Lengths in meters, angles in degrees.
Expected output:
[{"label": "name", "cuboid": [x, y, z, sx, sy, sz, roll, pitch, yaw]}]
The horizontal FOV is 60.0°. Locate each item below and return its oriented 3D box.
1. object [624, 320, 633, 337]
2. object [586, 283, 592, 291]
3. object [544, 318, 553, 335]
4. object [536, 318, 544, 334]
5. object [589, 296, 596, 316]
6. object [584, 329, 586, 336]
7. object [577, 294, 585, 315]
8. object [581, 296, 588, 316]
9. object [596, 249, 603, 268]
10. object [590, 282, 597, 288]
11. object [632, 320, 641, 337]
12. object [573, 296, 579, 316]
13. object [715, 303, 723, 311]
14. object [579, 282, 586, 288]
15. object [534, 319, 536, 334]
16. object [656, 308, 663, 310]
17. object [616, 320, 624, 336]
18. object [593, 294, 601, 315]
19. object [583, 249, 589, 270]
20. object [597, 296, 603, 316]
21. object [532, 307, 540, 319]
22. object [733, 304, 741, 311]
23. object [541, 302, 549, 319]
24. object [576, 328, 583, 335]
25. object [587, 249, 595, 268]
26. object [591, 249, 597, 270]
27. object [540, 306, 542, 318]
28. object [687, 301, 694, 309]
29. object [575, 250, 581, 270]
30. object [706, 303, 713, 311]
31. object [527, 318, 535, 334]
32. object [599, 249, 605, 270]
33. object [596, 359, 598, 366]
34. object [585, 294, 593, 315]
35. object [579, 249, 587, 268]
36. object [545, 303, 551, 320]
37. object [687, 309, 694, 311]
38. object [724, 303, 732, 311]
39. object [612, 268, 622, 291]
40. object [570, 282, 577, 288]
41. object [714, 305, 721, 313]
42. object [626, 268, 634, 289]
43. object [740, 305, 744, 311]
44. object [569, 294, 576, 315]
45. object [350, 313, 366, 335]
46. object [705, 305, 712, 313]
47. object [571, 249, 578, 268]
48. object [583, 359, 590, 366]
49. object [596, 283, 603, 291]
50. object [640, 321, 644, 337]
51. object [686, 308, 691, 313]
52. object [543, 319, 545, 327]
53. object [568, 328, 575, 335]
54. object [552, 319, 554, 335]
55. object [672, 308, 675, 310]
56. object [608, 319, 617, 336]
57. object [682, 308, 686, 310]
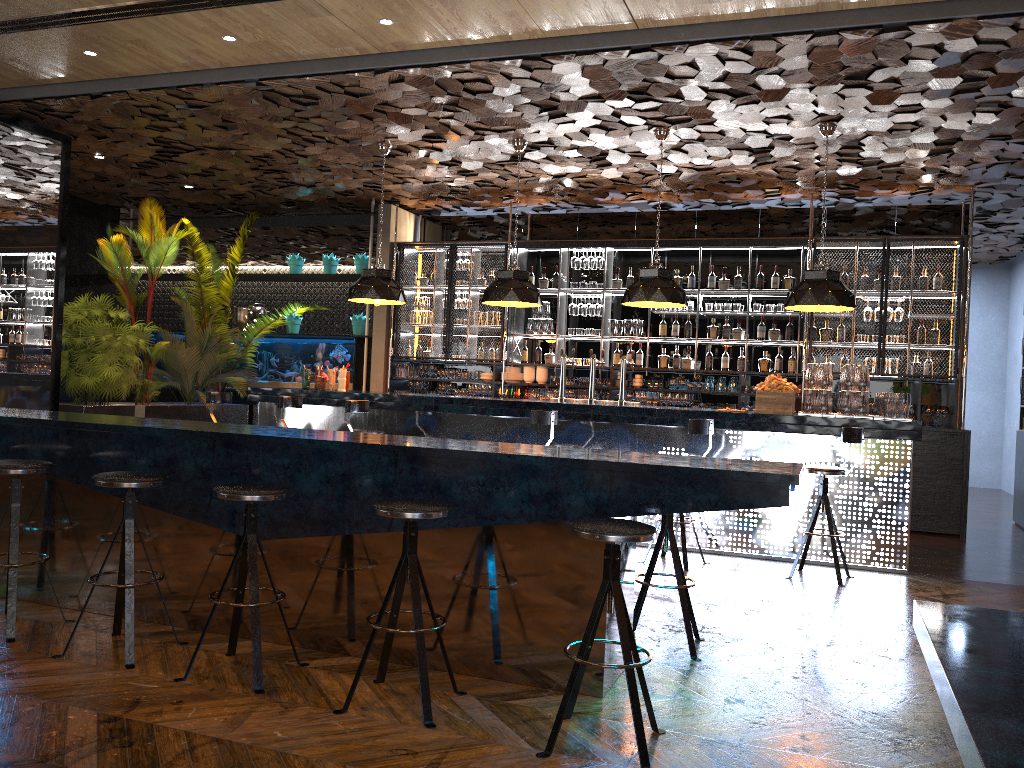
[{"label": "object", "cuboid": [1.397, -0.665, 10.670, 0.105, 0.209, 0.105, 3, 0, -25]}, {"label": "object", "cuboid": [0.956, -1.196, 10.980, 0.089, 0.092, 0.089, 3, 0, 30]}, {"label": "object", "cuboid": [0.453, -0.708, 11.024, 0.105, 0.209, 0.105, 3, 0, -25]}, {"label": "object", "cuboid": [0.349, -0.713, 11.075, 0.105, 0.209, 0.105, 3, 0, -25]}, {"label": "object", "cuboid": [0.992, -0.961, 10.936, 0.092, 0.244, 0.092, 3, 0, -20]}, {"label": "object", "cuboid": [0.930, -0.628, 10.950, 0.089, 0.092, 0.089, 3, 0, -38]}, {"label": "object", "cuboid": [0.843, -0.968, 10.815, 0.092, 0.244, 0.092, 3, 0, -20]}, {"label": "object", "cuboid": [0.899, -0.965, 10.970, 0.092, 0.244, 0.092, 3, 0, -20]}, {"label": "object", "cuboid": [1.061, -1.532, 10.747, 0.092, 0.244, 0.092, 3, 0, -20]}, {"label": "object", "cuboid": [0.986, -1.195, 10.786, 0.089, 0.092, 0.089, 3, 0, -12]}, {"label": "object", "cuboid": [1.491, -0.661, 10.611, 0.105, 0.209, 0.105, 3, 0, -25]}, {"label": "object", "cuboid": [0.796, -0.970, 11.007, 0.092, 0.244, 0.092, 3, 0, -20]}, {"label": "object", "cuboid": [2.403, -0.886, 10.298, 0.089, 0.092, 0.089, 3, 0, -17]}, {"label": "object", "cuboid": [0.869, -1.200, 10.881, 0.089, 0.092, 0.089, 3, 0, -12]}, {"label": "object", "cuboid": [0.266, -0.717, 11.228, 0.105, 0.209, 0.105, 3, 0, -25]}, {"label": "object", "cuboid": [1.751, -0.916, 10.517, 0.089, 0.092, 0.089, 3, 0, -45]}, {"label": "object", "cuboid": [1.307, -0.669, 10.796, 0.105, 0.209, 0.105, 3, 0, -25]}, {"label": "object", "cuboid": [1.034, -0.960, 10.746, 0.092, 0.244, 0.092, 3, 0, -20]}, {"label": "object", "cuboid": [0.926, -1.538, 10.971, 0.092, 0.244, 0.092, 3, 0, -20]}, {"label": "object", "cuboid": [1.090, -0.957, 10.901, 0.092, 0.244, 0.092, 3, 0, -20]}, {"label": "object", "cuboid": [0.300, -0.924, 11.094, 0.105, 0.209, 0.105, 3, 0, -25]}, {"label": "object", "cuboid": [2.598, -0.877, 10.238, 0.089, 0.092, 0.089, 3, 0, -26]}, {"label": "object", "cuboid": [0.413, -0.919, 11.064, 0.105, 0.209, 0.105, 3, 0, -25]}, {"label": "object", "cuboid": [0.827, -0.633, 10.869, 0.089, 0.092, 0.089, 3, 0, -2]}, {"label": "object", "cuboid": [0.963, -1.536, 10.782, 0.092, 0.244, 0.092, 3, 0, -20]}, {"label": "object", "cuboid": [1.019, -1.533, 10.937, 0.092, 0.244, 0.092, 3, 0, -20]}, {"label": "object", "cuboid": [0.333, -0.923, 11.202, 0.105, 0.209, 0.105, 3, 0, -25]}, {"label": "object", "cuboid": [2.092, -0.920, 10.398, 0.089, 0.092, 0.089, 3, 0, 10]}, {"label": "object", "cuboid": [0.822, -1.542, 11.008, 0.092, 0.244, 0.092, 3, 0, -20]}, {"label": "object", "cuboid": [2.296, -0.891, 10.323, 0.089, 0.092, 0.089, 3, 0, -8]}, {"label": "object", "cuboid": [0.237, -0.718, 11.114, 0.105, 0.209, 0.105, 3, 0, -25]}, {"label": "object", "cuboid": [1.116, -1.529, 10.902, 0.092, 0.244, 0.092, 3, 0, -20]}, {"label": "object", "cuboid": [0.998, -0.259, 10.800, 0.089, 0.092, 0.089, 3, 0, 30]}, {"label": "object", "cuboid": [0.936, -0.964, 10.781, 0.092, 0.244, 0.092, 3, 0, -20]}, {"label": "object", "cuboid": [0.870, -1.541, 10.816, 0.092, 0.244, 0.092, 3, 0, -20]}, {"label": "object", "cuboid": [0.440, -0.918, 11.151, 0.105, 0.209, 0.105, 3, 0, -25]}, {"label": "object", "cuboid": [2.091, -0.900, 10.398, 0.089, 0.092, 0.089, 3, 0, -45]}, {"label": "object", "cuboid": [2.494, -0.882, 10.239, 0.089, 0.092, 0.089, 3, 0, -17]}, {"label": "object", "cuboid": [1.279, -1.268, 10.762, 0.123, 0.279, 0.123, 3, 0, 8]}, {"label": "object", "cuboid": [0.763, -1.205, 10.944, 0.089, 0.092, 0.089, 3, 0, -12]}, {"label": "object", "cuboid": [2.426, -0.885, 10.457, 0.089, 0.092, 0.089, 3, 0, -31]}, {"label": "object", "cuboid": [1.427, -1.263, 10.708, 0.083, 0.282, 0.083, 3, 0, 5]}, {"label": "object", "cuboid": [2.668, -0.874, 10.361, 0.089, 0.092, 0.089, 3, 0, -6]}, {"label": "object", "cuboid": [0.740, -0.973, 10.852, 0.092, 0.244, 0.092, 3, 0, -20]}, {"label": "object", "cuboid": [-2.038, -0.793, 11.855, 0.265, 0.325, 0.245, 3, 0, 13]}, {"label": "object", "cuboid": [2.330, -0.889, 10.485, 0.089, 0.092, 0.089, 3, 0, -28]}, {"label": "object", "cuboid": [0.767, -1.545, 10.853, 0.092, 0.244, 0.092, 3, 0, -20]}, {"label": "object", "cuboid": [0.920, -0.262, 10.895, 0.089, 0.092, 0.089, 3, 0, 30]}, {"label": "object", "cuboid": [1.078, -1.190, 10.948, 0.089, 0.092, 0.089, 3, 0, -12]}, {"label": "object", "cuboid": [1.538, -0.659, 10.708, 0.105, 0.209, 0.105, 3, 0, -25]}, {"label": "object", "cuboid": [2.116, -0.899, 10.537, 0.089, 0.092, 0.089, 3, 0, 9]}, {"label": "object", "cuboid": [0.379, -0.712, 11.180, 0.105, 0.209, 0.105, 3, 0, -25]}, {"label": "object", "cuboid": [0.733, -0.637, 10.949, 0.089, 0.092, 0.089, 3, 0, -2]}, {"label": "object", "cuboid": [0.478, -0.707, 11.133, 0.105, 0.209, 0.105, 3, 0, -25]}, {"label": "object", "cuboid": [1.928, -0.927, 10.615, 0.089, 0.092, 0.089, 3, 0, -45]}, {"label": "object", "cuboid": [1.208, -0.674, 10.709, 0.105, 0.209, 0.105, 3, 0, -25]}, {"label": "object", "cuboid": [2.035, -0.925, 10.603, 0.089, 0.092, 0.089, 3, 0, -45]}]
